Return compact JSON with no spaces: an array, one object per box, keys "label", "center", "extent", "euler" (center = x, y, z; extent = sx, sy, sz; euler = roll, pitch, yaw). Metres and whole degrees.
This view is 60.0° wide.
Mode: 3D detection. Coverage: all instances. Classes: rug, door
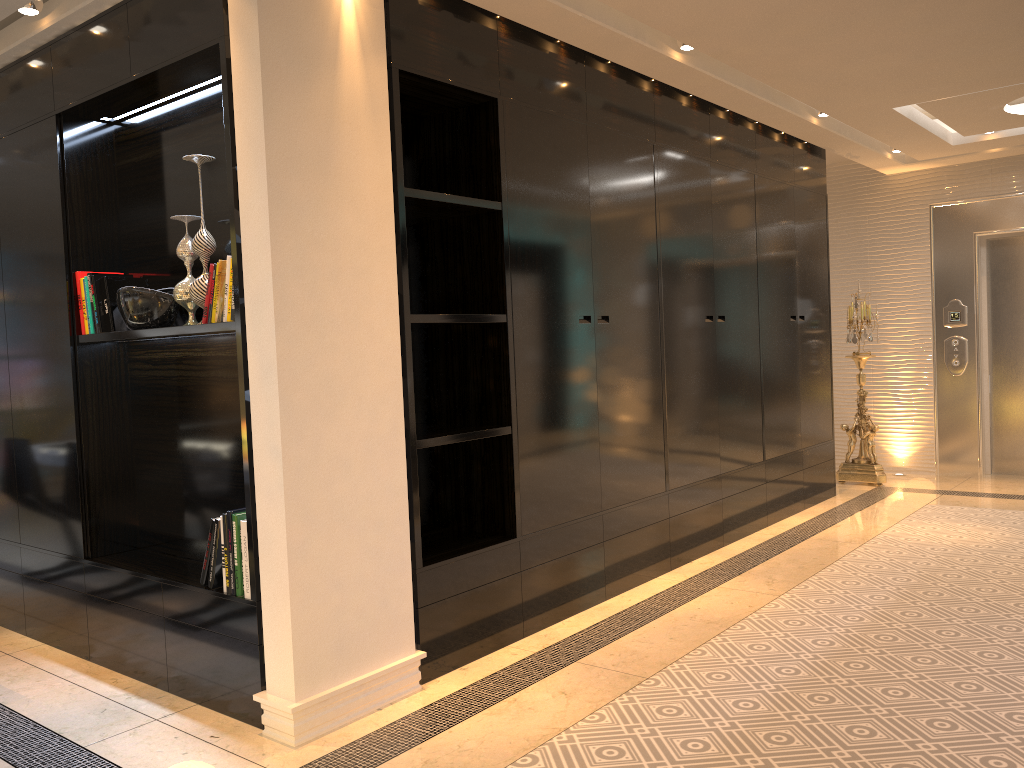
[{"label":"rug","center":[1.998,1.010,3.952],"extent":[1.526,0.015,5.025],"euler":[-1,3,39]},{"label":"door","center":[-2.937,-5.621,0.436],"extent":[83.408,24.296,83.408],"euler":[-4,3,-29]}]

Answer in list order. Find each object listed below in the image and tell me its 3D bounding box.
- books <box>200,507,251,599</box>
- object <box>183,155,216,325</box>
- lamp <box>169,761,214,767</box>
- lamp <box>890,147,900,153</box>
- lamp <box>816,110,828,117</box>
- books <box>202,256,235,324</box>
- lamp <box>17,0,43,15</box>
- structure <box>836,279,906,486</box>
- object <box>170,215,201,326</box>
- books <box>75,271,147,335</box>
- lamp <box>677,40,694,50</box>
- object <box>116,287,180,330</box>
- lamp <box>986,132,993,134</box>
[{"label":"books","center":[-0.956,0.585,3.209],"extent":[0.345,0.296,0.222],"euler":[-1,3,39]},{"label":"object","center":[-1.133,-0.522,3.262],"extent":[0.121,0.612,0.121],"euler":[-1,3,34]},{"label":"lamp","center":[-0.849,1.101,2.318],"extent":[0.212,0.214,0.213],"euler":[-3,2,-11]},{"label":"lamp","center":[3.028,-1.884,6.967],"extent":[0.107,0.127,0.107],"euler":[-2,3,20]},{"label":"lamp","center":[2.010,-1.788,5.709],"extent":[0.107,0.127,0.107],"euler":[-4,3,-32]},{"label":"books","center":[-0.964,-0.336,3.162],"extent":[0.290,0.238,0.189],"euler":[-1,3,38]},{"label":"lamp","center":[-1.910,-1.524,3.497],"extent":[0.107,0.127,0.107],"euler":[-2,3,20]},{"label":"structure","center":[3.107,-0.027,7.457],"extent":[0.811,1.715,0.382],"euler":[-4,3,-27]},{"label":"object","center":[-1.230,-0.425,3.382],"extent":[0.121,0.416,0.121],"euler":[-1,3,34]},{"label":"books","center":[-1.681,-0.344,3.741],"extent":[0.236,0.270,0.210],"euler":[-1,3,39]},{"label":"lamp","center":[0.848,-1.677,4.273],"extent":[0.107,0.127,0.107],"euler":[-2,3,20]},{"label":"object","center":[-1.447,-0.296,3.534],"extent":[0.375,0.177,0.193],"euler":[-1,3,40]},{"label":"lamp","center":[3.454,-1.880,6.422],"extent":[0.107,0.127,0.107],"euler":[-4,3,-32]}]
